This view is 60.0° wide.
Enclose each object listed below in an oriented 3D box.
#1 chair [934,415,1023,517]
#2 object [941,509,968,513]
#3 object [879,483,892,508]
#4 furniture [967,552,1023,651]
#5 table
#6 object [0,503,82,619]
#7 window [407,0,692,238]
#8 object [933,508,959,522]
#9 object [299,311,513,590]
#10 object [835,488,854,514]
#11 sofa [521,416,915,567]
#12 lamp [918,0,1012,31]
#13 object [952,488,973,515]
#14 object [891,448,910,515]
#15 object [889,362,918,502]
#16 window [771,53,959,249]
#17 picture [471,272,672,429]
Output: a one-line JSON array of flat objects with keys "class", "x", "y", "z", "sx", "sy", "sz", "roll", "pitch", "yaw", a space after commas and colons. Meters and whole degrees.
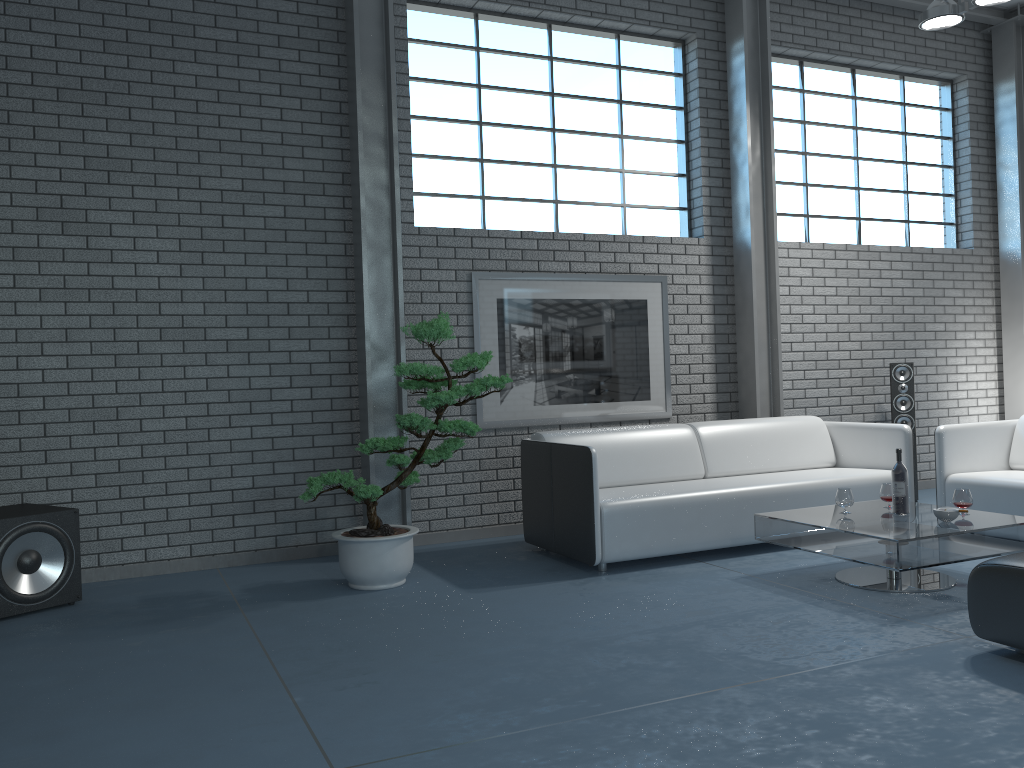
[{"class": "chair", "x": 3.052, "y": 0.507, "z": 5.052, "sx": 0.919, "sy": 0.661, "sz": 0.767, "roll": -2, "pitch": 0, "yaw": -26}, {"class": "object", "x": 1.985, "y": 0.584, "z": 3.973, "sx": 0.024, "sy": 0.052, "sz": 0.128, "roll": -2, "pitch": 0, "yaw": -30}, {"class": "object", "x": 1.908, "y": 0.564, "z": 4.489, "sx": 0.089, "sy": 0.120, "sz": 0.089, "roll": -2, "pitch": 0, "yaw": 32}, {"class": "furniture", "x": 2.314, "y": 0.711, "z": 3.075, "sx": 1.291, "sy": 0.301, "sz": 0.685, "roll": -2, "pitch": 0, "yaw": -24}, {"class": "table", "x": 1.808, "y": 0.778, "z": 4.206, "sx": 0.900, "sy": 0.300, "sz": 0.900, "roll": -2, "pitch": 0, "yaw": -24}, {"class": "object", "x": -2.423, "y": 0.846, "z": 4.262, "sx": 0.536, "sy": 0.464, "sz": 0.445, "roll": -2, "pitch": 0, "yaw": 36}, {"class": "window", "x": 0.286, "y": -1.772, "z": 6.194, "sx": 2.200, "sy": 1.500, "sz": 0.100, "roll": -2, "pitch": 0, "yaw": -24}, {"class": "object", "x": 1.964, "y": 0.595, "z": 4.009, "sx": 0.108, "sy": 0.056, "sz": 0.108, "roll": -2, "pitch": 0, "yaw": -28}, {"class": "object", "x": -0.528, "y": 0.330, "z": 4.457, "sx": 1.032, "sy": 1.362, "sz": 0.586, "roll": -2, "pitch": 0, "yaw": 26}, {"class": "object", "x": 1.638, "y": 0.574, "z": 4.367, "sx": 0.089, "sy": 0.120, "sz": 0.089, "roll": -2, "pitch": 0, "yaw": 32}, {"class": "sofa", "x": 1.241, "y": 0.571, "z": 5.348, "sx": 2.238, "sy": 0.661, "sz": 0.919, "roll": -2, "pitch": 0, "yaw": -24}, {"class": "lamp", "x": 2.723, "y": -2.673, "z": 5.318, "sx": 0.300, "sy": 0.872, "sz": 0.639, "roll": -2, "pitch": 0, "yaw": -24}, {"class": "object", "x": 2.134, "y": 0.557, "z": 4.199, "sx": 0.089, "sy": 0.120, "sz": 0.089, "roll": -2, "pitch": 0, "yaw": 32}, {"class": "object", "x": 1.865, "y": 0.468, "z": 4.264, "sx": 0.079, "sy": 0.316, "sz": 0.079, "roll": -2, "pitch": 0, "yaw": 9}, {"class": "object", "x": 2.976, "y": 0.361, "z": 6.737, "sx": 0.159, "sy": 1.045, "sz": 0.254, "roll": -2, "pitch": 0, "yaw": 21}, {"class": "window", "x": 2.843, "y": -1.864, "z": 7.329, "sx": 2.200, "sy": 1.500, "sz": 0.100, "roll": -2, "pitch": 0, "yaw": -24}, {"class": "picture", "x": 0.436, "y": -0.238, "z": 6.009, "sx": 1.490, "sy": 1.015, "sz": 0.020, "roll": -2, "pitch": 0, "yaw": -24}]
